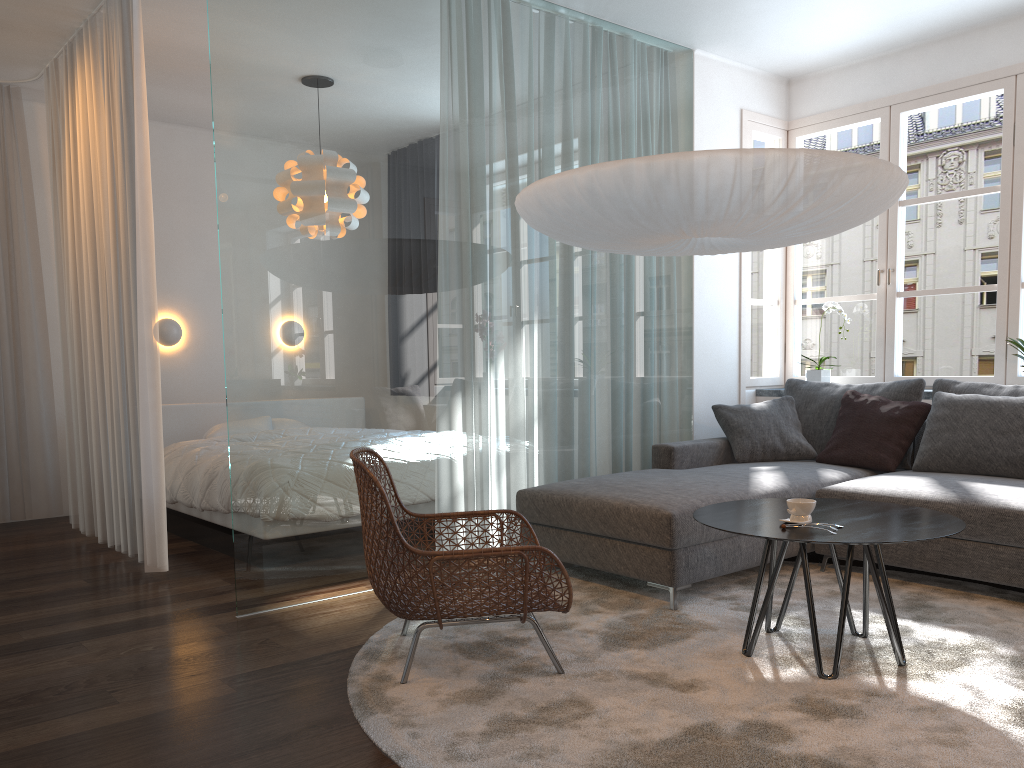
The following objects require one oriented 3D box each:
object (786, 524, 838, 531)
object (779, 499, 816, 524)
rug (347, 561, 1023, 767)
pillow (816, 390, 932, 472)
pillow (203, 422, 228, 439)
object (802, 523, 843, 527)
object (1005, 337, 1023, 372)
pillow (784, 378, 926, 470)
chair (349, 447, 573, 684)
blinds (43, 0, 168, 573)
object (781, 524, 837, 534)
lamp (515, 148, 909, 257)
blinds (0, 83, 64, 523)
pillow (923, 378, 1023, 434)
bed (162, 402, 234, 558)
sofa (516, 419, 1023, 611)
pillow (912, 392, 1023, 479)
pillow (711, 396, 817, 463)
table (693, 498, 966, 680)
[{"bbox_3d":[0.921,0.440,2.736,0.163,0.016,0.025,0,2,25],"label":"object"},{"bbox_3d":[0.912,0.411,2.842,0.139,0.069,0.091,-2,3,-28],"label":"object"},{"bbox_3d":[0.884,0.912,3.021,2.835,0.012,2.826,0,1,30],"label":"rug"},{"bbox_3d":[1.875,0.239,4.621,0.310,0.405,0.520,-4,4,-38],"label":"pillow"},{"bbox_3d":[-1.777,0.330,6.271,0.918,0.197,0.619,-2,2,-39],"label":"pillow"},{"bbox_3d":[0.971,0.441,2.766,0.124,0.010,0.026,-1,2,17],"label":"object"},{"bbox_3d":[2.724,-0.125,4.521,0.376,0.330,0.321,0,4,25],"label":"object"},{"bbox_3d":[1.832,0.209,4.914,0.274,0.481,0.834,-5,4,-39],"label":"pillow"},{"bbox_3d":[-0.189,0.570,2.993,0.685,0.714,0.715,-1,3,-7],"label":"chair"},{"bbox_3d":[-2.215,-0.486,4.745,0.153,2.752,1.803,-5,6,-38],"label":"blinds"},{"bbox_3d":[0.904,0.442,2.697,0.167,0.015,0.014,0,3,37],"label":"object"},{"bbox_3d":[0.747,-0.645,3.463,1.469,0.211,1.464,-1,1,-3],"label":"lamp"},{"bbox_3d":[-3.690,-0.475,5.159,1.802,2.752,0.152,-4,6,-37],"label":"blinds"},{"bbox_3d":[2.395,0.212,4.252,0.276,0.477,0.837,-5,4,-39],"label":"pillow"},{"bbox_3d":[-1.235,0.516,5.765,2.160,0.767,2.436,-2,2,-40],"label":"bed"},{"bbox_3d":[1.760,0.552,3.688,2.034,0.675,3.061,-2,2,-40],"label":"sofa"},{"bbox_3d":[2.277,0.242,4.175,0.291,0.399,0.665,-4,4,-40],"label":"pillow"},{"bbox_3d":[1.409,0.253,4.958,0.515,0.362,0.345,-1,3,0],"label":"pillow"},{"bbox_3d":[1.037,0.678,2.960,0.845,0.475,0.845,-3,3,-37],"label":"table"}]
